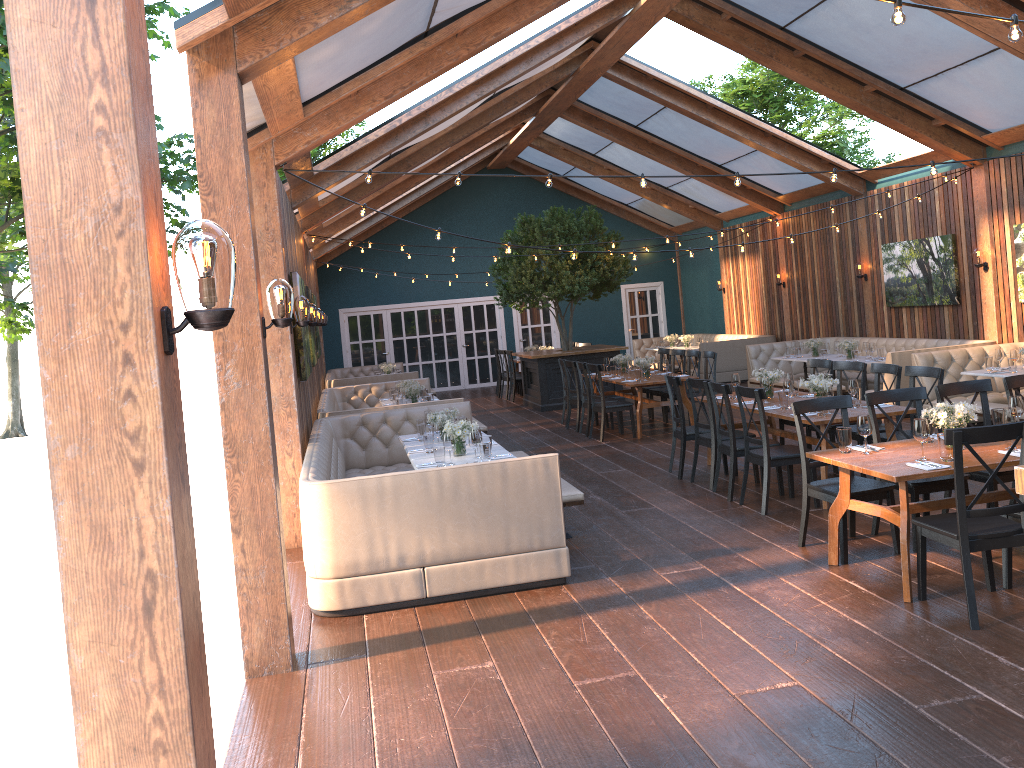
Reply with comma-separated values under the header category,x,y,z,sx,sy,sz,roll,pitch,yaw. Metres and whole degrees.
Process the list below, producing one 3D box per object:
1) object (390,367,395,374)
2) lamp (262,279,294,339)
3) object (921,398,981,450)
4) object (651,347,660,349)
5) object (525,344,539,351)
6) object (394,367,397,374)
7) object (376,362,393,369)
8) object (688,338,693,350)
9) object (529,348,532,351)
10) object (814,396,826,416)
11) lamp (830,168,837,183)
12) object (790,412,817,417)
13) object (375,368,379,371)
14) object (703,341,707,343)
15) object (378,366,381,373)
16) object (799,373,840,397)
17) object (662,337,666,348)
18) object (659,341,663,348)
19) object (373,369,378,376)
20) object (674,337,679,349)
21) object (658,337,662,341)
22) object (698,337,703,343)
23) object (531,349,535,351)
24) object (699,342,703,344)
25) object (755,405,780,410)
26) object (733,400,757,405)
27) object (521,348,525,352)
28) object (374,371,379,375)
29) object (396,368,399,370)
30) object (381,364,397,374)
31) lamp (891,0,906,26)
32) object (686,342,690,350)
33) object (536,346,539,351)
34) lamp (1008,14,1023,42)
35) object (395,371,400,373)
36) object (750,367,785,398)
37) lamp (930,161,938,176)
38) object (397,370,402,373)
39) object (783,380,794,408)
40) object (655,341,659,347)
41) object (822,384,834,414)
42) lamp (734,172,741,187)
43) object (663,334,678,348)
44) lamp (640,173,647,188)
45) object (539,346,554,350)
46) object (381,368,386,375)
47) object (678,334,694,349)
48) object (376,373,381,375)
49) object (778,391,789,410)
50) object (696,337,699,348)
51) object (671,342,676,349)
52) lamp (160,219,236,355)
category,x,y,z,sx,sy,sz,roll,pitch,yaw
object,-2.328,-0.198,17.216,0.092,0.244,0.092,-4,2,37
lamp,-1.279,-0.416,4.841,0.178,0.320,0.146,-5,2,-11
object,2.710,0.247,5.456,0.335,0.309,0.330,-4,3,22
object,3.293,-0.822,20.070,0.255,0.019,0.158,-6,5,-11
object,0.449,-0.708,19.290,0.329,0.309,0.336,-6,3,-13
object,-2.316,-0.220,17.461,0.092,0.244,0.092,-4,2,37
object,-2.660,-0.318,18.612,0.328,0.309,0.337,-2,4,44
object,3.730,-0.839,18.460,0.092,0.244,0.092,-4,2,37
object,0.411,-0.641,18.912,0.092,0.244,0.092,-4,2,32
object,2.544,0.184,7.297,0.091,0.158,0.092,-5,2,16
lamp,2.576,-1.671,7.094,0.057,0.119,0.056,-6,2,-17
object,2.484,0.247,7.439,0.255,0.019,0.158,-6,5,-11
object,-2.914,-0.261,19.098,0.092,0.158,0.092,-6,2,-24
object,4.012,-0.812,18.360,0.092,0.158,0.092,-6,2,-24
object,-2.798,-0.289,18.798,0.092,0.244,0.092,-4,2,32
object,2.706,0.055,7.763,0.330,0.309,0.335,-8,4,-44
object,3.434,-0.942,20.002,0.092,0.244,0.092,-4,2,32
object,3.365,-0.886,19.922,0.092,0.158,0.092,-6,2,-24
object,-2.876,-0.230,18.694,0.092,0.158,0.092,-6,2,-24
object,3.575,-0.890,19.241,0.092,0.244,0.092,-4,2,37
object,3.401,-0.959,20.241,0.092,0.244,0.092,-4,2,32
object,3.927,-0.854,18.433,0.092,0.244,0.092,-4,2,37
object,0.450,-0.596,18.338,0.092,0.244,0.092,-4,2,37
object,4.010,-0.845,18.750,0.092,0.158,0.092,-6,2,-24
object,2.342,0.212,8.011,0.255,0.019,0.158,-6,5,-11
object,2.279,0.176,8.532,0.255,0.019,0.158,-6,5,-11
object,0.253,-0.673,19.466,0.092,0.244,0.092,-4,2,32
object,-2.736,-0.179,17.930,0.092,0.158,0.092,-6,2,-24
object,-2.376,-0.240,18.286,0.092,0.158,0.092,-6,2,-24
object,-2.487,-0.266,17.798,0.335,0.309,0.330,-3,3,31
lamp,1.515,-1.467,3.475,0.056,0.121,0.056,-5,2,6
object,3.661,-0.783,18.380,0.092,0.158,0.092,-6,2,-24
object,0.563,-0.718,19.682,0.092,0.244,0.092,-4,2,32
lamp,2.180,-1.543,3.837,0.056,0.121,0.056,-5,2,8
object,-2.211,-0.159,17.130,0.092,0.158,0.092,-6,2,-24
object,2.554,-0.019,8.805,0.328,0.309,0.337,-4,3,24
lamp,3.341,-1.711,7.014,0.056,0.121,0.056,-7,2,-43
object,-2.230,-0.191,17.544,0.092,0.158,0.092,-6,2,-24
object,2.484,0.092,7.943,0.092,0.244,0.092,-4,2,32
object,3.324,-0.915,20.316,0.092,0.158,0.092,-6,2,-24
object,2.636,0.126,7.377,0.092,0.244,0.092,-4,2,32
lamp,1.824,-1.658,7.167,0.056,0.121,0.056,-5,2,4
object,3.572,-0.972,19.827,0.328,0.309,0.337,-2,4,44
lamp,1.070,-1.664,7.228,0.056,0.120,0.056,-6,2,-35
object,0.712,-0.648,18.290,0.329,0.309,0.337,-5,3,4
object,-2.503,-0.186,17.255,0.092,0.244,0.092,-4,2,37
object,3.746,-0.919,19.014,0.335,0.309,0.330,-3,3,31
object,-2.584,-0.127,17.150,0.092,0.158,0.092,-6,2,-24
object,2.414,0.148,7.863,0.091,0.158,0.092,-5,2,16
object,3.933,-0.874,18.669,0.092,0.244,0.092,-4,2,37
object,3.505,-0.835,19.161,0.092,0.158,0.092,-6,2,-24
lamp,-0.751,-0.236,2.131,0.178,0.320,0.146,-5,2,-11
